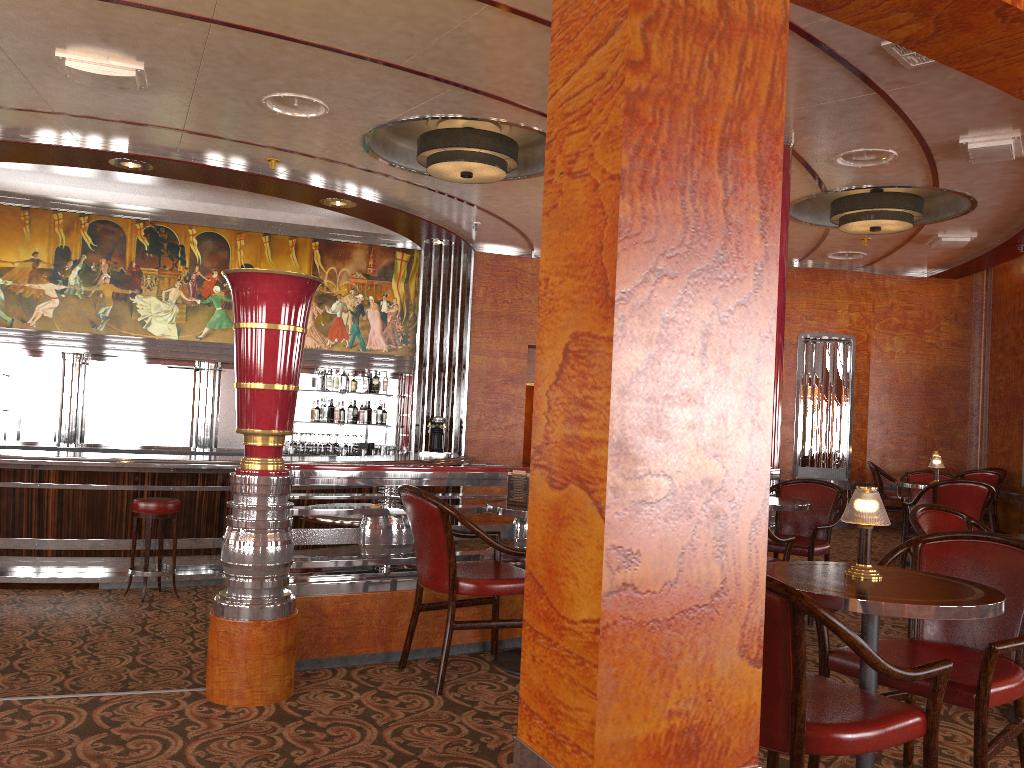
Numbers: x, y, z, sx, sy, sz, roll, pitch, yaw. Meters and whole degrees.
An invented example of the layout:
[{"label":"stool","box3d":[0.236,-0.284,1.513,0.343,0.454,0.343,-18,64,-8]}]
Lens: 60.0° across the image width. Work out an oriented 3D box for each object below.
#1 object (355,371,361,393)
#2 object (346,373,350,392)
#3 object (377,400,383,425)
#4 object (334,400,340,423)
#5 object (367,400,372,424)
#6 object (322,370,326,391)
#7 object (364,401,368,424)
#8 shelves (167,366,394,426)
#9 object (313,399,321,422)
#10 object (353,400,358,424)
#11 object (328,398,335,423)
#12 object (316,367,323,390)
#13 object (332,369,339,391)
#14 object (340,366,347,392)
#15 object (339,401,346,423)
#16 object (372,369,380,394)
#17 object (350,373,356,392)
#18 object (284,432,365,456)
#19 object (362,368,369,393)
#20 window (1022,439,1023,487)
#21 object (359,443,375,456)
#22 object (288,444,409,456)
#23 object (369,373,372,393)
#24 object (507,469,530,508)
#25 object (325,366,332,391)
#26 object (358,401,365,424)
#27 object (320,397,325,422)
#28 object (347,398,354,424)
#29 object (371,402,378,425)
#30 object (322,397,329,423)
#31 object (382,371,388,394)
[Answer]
[{"label":"object","box3d":[-1.877,-0.028,10.821,0.080,0.272,0.080,2,-2,39]},{"label":"object","box3d":[-2.014,-0.020,10.739,0.068,0.235,0.212,3,-2,1]},{"label":"object","box3d":[-1.622,0.349,10.861,0.078,0.305,0.078,3,-2,-6]},{"label":"object","box3d":[-2.104,0.328,10.662,0.067,0.282,0.067,2,-2,37]},{"label":"object","box3d":[-1.768,0.350,10.920,0.090,0.293,0.090,2,-2,15]},{"label":"object","box3d":[-2.261,-0.044,10.698,0.090,0.256,0.090,3,-2,2]},{"label":"object","box3d":[-1.785,0.349,10.786,0.067,0.282,0.067,2,-2,32]},{"label":"shelves","box3d":[-2.710,0.160,10.507,2.595,0.568,0.339,4,-2,-19]},{"label":"object","box3d":[-2.339,0.322,10.648,0.080,0.272,0.080,3,-2,-16]},{"label":"object","box3d":[-1.919,0.338,10.795,0.090,0.293,0.090,3,-2,-25]},{"label":"object","box3d":[-2.191,0.322,10.745,0.090,0.293,0.090,4,-2,-40]},{"label":"object","box3d":[-2.292,-0.063,10.575,0.067,0.282,0.067,2,-2,27]},{"label":"object","box3d":[-2.112,-0.047,10.637,0.080,0.272,0.080,4,-2,-26]},{"label":"object","box3d":[-2.019,-0.059,10.646,0.078,0.305,0.078,4,-2,-31]},{"label":"object","box3d":[-2.060,0.340,10.763,0.080,0.272,0.080,3,-2,-16]},{"label":"object","box3d":[-1.654,-0.030,10.771,0.090,0.293,0.090,2,-2,15]},{"label":"object","box3d":[-1.913,-0.017,10.707,0.070,0.238,0.070,4,-2,-44]},{"label":"object","box3d":[-2.228,0.719,10.595,0.951,0.245,0.396,3,-2,-15]},{"label":"object","box3d":[-1.769,-0.042,10.748,0.078,0.305,0.078,4,-2,-38]},{"label":"window","box3d":[6.015,0.462,9.909,0.257,1.440,0.806,3,-2,6]},{"label":"object","box3d":[-1.768,0.789,10.711,0.169,0.156,0.195,3,-2,6]},{"label":"object","box3d":[-1.967,0.792,10.734,1.425,0.134,0.403,3,-2,-13]},{"label":"object","box3d":[-1.742,-0.010,10.917,0.090,0.256,0.090,3,-2,-13]},{"label":"object","box3d":[0.051,0.477,4.076,0.169,0.156,0.195,2,-2,31]},{"label":"object","box3d":[-2.192,-0.068,10.610,0.078,0.305,0.078,4,-2,-28]},{"label":"object","box3d":[-1.814,0.344,10.703,0.067,0.282,0.067,4,-2,-44]},{"label":"object","box3d":[-2.265,0.311,10.703,0.078,0.305,0.206,3,-2,-23]},{"label":"object","box3d":[-1.945,0.326,10.686,0.078,0.305,0.078,2,-2,19]},{"label":"object","box3d":[-1.675,0.360,10.794,0.080,0.272,0.080,3,-2,-16]},{"label":"object","box3d":[-2.230,0.309,10.620,0.078,0.305,0.078,4,-2,-26]},{"label":"object","box3d":[-1.545,-0.017,10.829,0.067,0.282,0.067,3,-2,-7]}]
